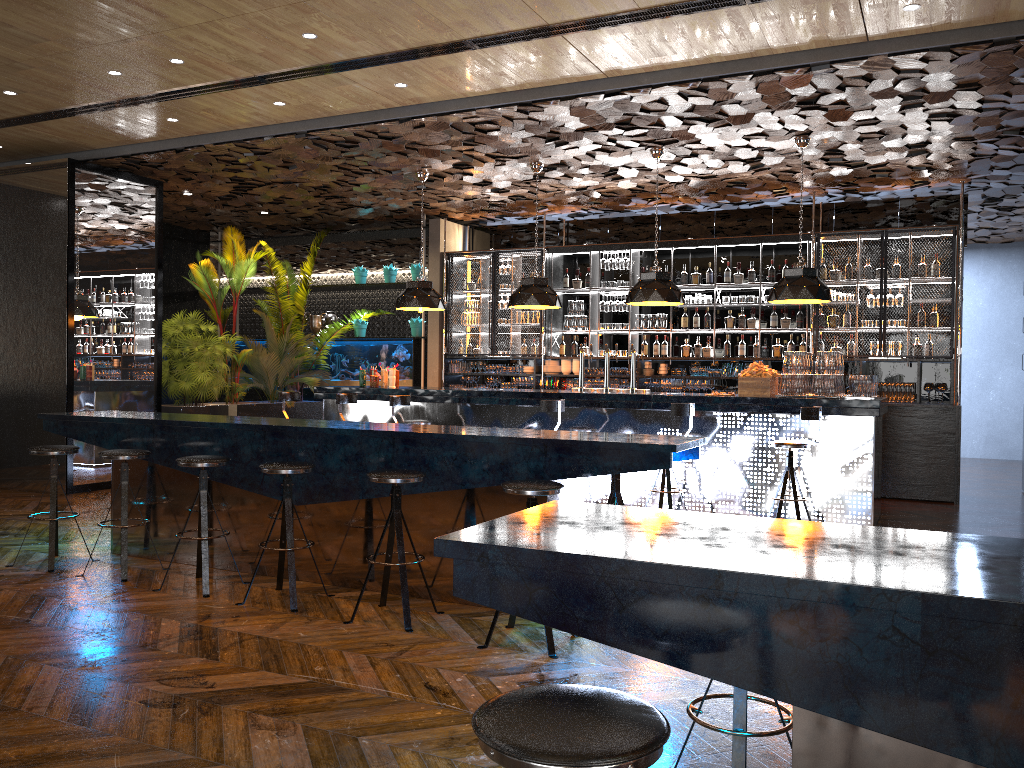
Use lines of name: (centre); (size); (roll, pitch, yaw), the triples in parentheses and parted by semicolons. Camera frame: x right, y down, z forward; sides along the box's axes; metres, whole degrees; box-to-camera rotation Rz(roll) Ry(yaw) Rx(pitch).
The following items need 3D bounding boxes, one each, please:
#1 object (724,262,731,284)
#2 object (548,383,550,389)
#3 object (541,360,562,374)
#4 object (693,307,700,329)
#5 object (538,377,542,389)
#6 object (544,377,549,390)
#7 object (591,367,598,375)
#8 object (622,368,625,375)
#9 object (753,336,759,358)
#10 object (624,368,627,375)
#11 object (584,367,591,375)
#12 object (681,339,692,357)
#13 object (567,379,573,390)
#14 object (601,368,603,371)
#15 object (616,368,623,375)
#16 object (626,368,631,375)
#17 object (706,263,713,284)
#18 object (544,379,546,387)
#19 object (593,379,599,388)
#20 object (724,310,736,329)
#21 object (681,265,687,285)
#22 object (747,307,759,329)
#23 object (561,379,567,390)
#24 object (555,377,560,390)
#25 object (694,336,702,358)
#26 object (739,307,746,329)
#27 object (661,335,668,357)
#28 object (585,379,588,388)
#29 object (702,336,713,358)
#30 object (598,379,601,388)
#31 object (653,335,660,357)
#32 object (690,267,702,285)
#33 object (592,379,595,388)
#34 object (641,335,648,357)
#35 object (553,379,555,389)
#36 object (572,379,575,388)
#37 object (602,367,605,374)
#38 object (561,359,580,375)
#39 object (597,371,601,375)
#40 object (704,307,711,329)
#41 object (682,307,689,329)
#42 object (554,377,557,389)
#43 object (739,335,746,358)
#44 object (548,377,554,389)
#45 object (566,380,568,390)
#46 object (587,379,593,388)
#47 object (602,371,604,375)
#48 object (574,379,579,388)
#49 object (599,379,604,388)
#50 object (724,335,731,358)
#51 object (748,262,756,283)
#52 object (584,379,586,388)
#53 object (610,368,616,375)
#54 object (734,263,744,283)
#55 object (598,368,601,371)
object: (2.763, -1.415, 11.347); (0.086, 0.298, 0.086); (1, 1, -15)
object: (0.524, 0.016, 12.498); (0.073, 0.229, 0.073); (1, 1, 15)
object: (0.557, -0.233, 12.312); (0.306, 0.195, 0.300); (1, 1, 27)
object: (2.405, -0.852, 11.551); (0.086, 0.298, 0.086); (1, 1, -15)
object: (0.397, 0.017, 12.276); (0.073, 0.229, 0.073); (1, 1, 15)
object: (0.483, 0.018, 12.313); (0.073, 0.229, 0.073); (1, 1, 15)
object: (1.118, -0.173, 11.975); (0.100, 0.100, 0.089); (0, 1, -28)
object: (1.469, -0.168, 11.869); (0.093, 0.099, 0.093); (1, 1, -3)
object: (3.088, -0.466, 11.188); (0.083, 0.282, 0.083); (1, 1, 11)
object: (1.518, -0.168, 11.958); (0.093, 0.099, 0.093); (1, 1, 13)
object: (1.019, -0.174, 11.961); (0.100, 0.100, 0.089); (1, 1, 31)
object: (2.278, -0.464, 11.580); (0.151, 0.248, 0.094); (1, 1, 15)
object: (0.787, 0.034, 12.078); (0.082, 0.213, 0.082); (0, 1, -35)
object: (1.219, -0.175, 12.173); (0.089, 0.100, 0.100); (1, 1, 20)
object: (1.427, -0.167, 11.774); (0.093, 0.099, 0.093); (0, 1, -45)
object: (1.550, -0.163, 11.703); (0.095, 0.096, 0.095); (1, 1, 0)
object: (2.554, -1.418, 11.455); (0.086, 0.298, 0.086); (1, 1, -15)
object: (0.481, 0.017, 12.398); (0.073, 0.229, 0.073); (1, 1, 15)
object: (1.130, 0.039, 11.904); (0.084, 0.216, 0.084); (1, 1, 41)
object: (2.787, -0.817, 11.331); (0.151, 0.248, 0.094); (1, 1, 15)
object: (2.249, -1.417, 11.587); (0.083, 0.282, 0.083); (1, 1, 11)
object: (3.045, -0.827, 11.191); (0.123, 0.279, 0.123); (1, 1, 40)
object: (0.707, 0.032, 12.117); (0.082, 0.213, 0.082); (0, 1, -35)
object: (0.623, 0.022, 12.184); (0.073, 0.229, 0.073); (1, 1, 15)
object: (2.417, -0.479, 11.513); (0.083, 0.282, 0.083); (1, 1, 26)
object: (2.926, -0.832, 11.264); (0.083, 0.282, 0.083); (1, 1, 26)
object: (2.020, -0.496, 11.714); (0.086, 0.298, 0.086); (1, 1, -15)
object: (1.008, 0.037, 12.069); (0.082, 0.213, 0.082); (1, 1, 7)
object: (2.536, -0.474, 11.441); (0.123, 0.279, 0.123); (1, 1, 40)
object: (1.190, 0.038, 12.021); (0.084, 0.216, 0.084); (1, 1, 18)
object: (1.923, -0.498, 11.787); (0.086, 0.298, 0.086); (1, 1, -15)
object: (2.393, -1.396, 11.517); (0.151, 0.248, 0.094); (1, 1, 30)
object: (1.109, 0.037, 12.065); (0.084, 0.216, 0.084); (1, 1, 38)
object: (1.771, -0.500, 11.833); (0.086, 0.299, 0.086); (1, 1, -15)
object: (0.588, 0.019, 12.355); (0.073, 0.229, 0.073); (1, 1, 15)
object: (0.829, 0.033, 12.154); (0.082, 0.213, 0.082); (1, 1, 2)
object: (1.261, -0.171, 11.910); (0.109, 0.100, 0.109); (1, 1, 9)
object: (0.821, -0.238, 12.147); (0.309, 0.216, 0.149); (1, 1, 24)
object: (1.172, -0.146, 11.916); (0.044, 0.048, 0.049); (0, 1, -22)
object: (2.529, -0.849, 11.460); (0.086, 0.297, 0.086); (1, 1, -15)
object: (2.263, -0.853, 11.592); (0.086, 0.299, 0.086); (1, 1, -15)
object: (0.609, 0.020, 12.272); (0.073, 0.229, 0.073); (1, 1, 15)
object: (2.927, -0.477, 11.274); (0.086, 0.298, 0.086); (1, 1, -15)
object: (0.538, 0.020, 12.231); (0.073, 0.229, 0.073); (1, 1, 15)
object: (0.748, 0.032, 12.197); (0.082, 0.213, 0.082); (1, 1, 18)
object: (1.046, 0.037, 11.947); (0.084, 0.216, 0.084); (1, 1, 14)
object: (1.224, -0.146, 12.009); (0.049, 0.048, 0.044); (1, 1, 14)
object: (0.881, 0.036, 12.032); (0.082, 0.213, 0.082); (0, 1, -31)
object: (1.212, 0.041, 11.865); (0.084, 0.216, 0.084); (0, 1, -22)
object: (2.750, -0.480, 11.324); (0.086, 0.297, 0.086); (0, 1, -30)
object: (3.031, -1.401, 11.209); (0.083, 0.282, 0.083); (1, 1, 26)
object: (0.963, 0.037, 11.990); (0.082, 0.213, 0.082); (0, 1, -34)
object: (1.356, -0.169, 11.860); (0.093, 0.099, 0.093); (2, 1, 42)
object: (2.880, -1.402, 11.267); (0.123, 0.279, 0.123); (1, 1, 15)
object: (1.171, -0.174, 12.084); (0.100, 0.100, 0.089); (0, 1, -22)
